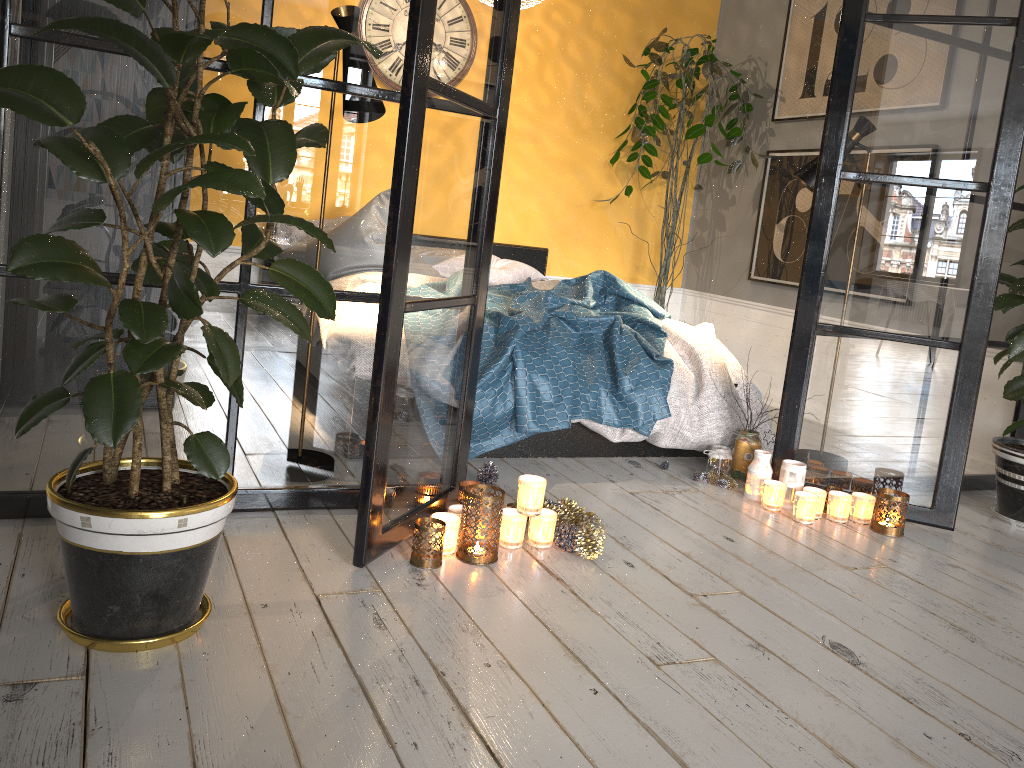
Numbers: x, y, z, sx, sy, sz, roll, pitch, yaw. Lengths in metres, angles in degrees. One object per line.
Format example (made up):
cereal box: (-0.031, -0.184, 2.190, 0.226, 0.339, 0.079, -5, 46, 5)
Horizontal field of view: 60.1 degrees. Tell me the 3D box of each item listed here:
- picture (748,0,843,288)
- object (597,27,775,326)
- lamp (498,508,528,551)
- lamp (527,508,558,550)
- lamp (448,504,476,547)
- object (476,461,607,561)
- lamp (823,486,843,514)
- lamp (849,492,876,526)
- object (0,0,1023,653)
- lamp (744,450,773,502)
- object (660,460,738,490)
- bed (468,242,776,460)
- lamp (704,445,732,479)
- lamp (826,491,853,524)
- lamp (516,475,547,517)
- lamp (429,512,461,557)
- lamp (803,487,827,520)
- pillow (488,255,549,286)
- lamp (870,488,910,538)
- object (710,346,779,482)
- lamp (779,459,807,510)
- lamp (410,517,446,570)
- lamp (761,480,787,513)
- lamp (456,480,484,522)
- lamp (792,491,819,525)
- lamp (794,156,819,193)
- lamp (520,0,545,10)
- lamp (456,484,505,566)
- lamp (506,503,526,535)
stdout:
picture: (1.302, -0.829, 1.367, 4.033, 1.780, 7.372, 2, 11, -25)
object: (1.051, -1.098, 5.603, 1.343, 2.187, 1.260, 1, 9, -39)
lamp: (-0.001, 0.409, 2.489, 0.081, 0.098, 0.081, 9, 8, 15)
lamp: (0.084, 0.414, 2.522, 0.081, 0.098, 0.081, 9, 8, 15)
lamp: (-0.144, 0.396, 2.467, 0.081, 0.098, 0.081, 9, 8, 15)
object: (0.067, 0.372, 2.733, 0.192, 0.117, 0.724, 0, 12, -36)
lamp: (1.162, 0.422, 3.209, 0.063, 0.090, 0.063, 0, 11, -43)
lamp: (1.236, 0.442, 3.128, 0.081, 0.098, 0.081, 9, 8, 15)
object: (0.718, -0.369, 2.529, 3.890, 1.780, 1.021, 2, 9, -26)
lamp: (0.916, 0.338, 3.275, 0.092, 0.178, 0.093, 6, 7, -5)
object: (0.726, 0.352, 3.450, 0.328, 0.053, 0.088, 12, 11, 28)
bed: (-0.101, -0.283, 4.360, 1.894, 0.763, 2.348, 2, 11, -25)
lamp: (0.814, 0.314, 3.488, 0.096, 0.130, 0.108, 12, 10, 34)
lamp: (1.148, 0.435, 3.110, 0.081, 0.098, 0.081, 9, 8, 15)
lamp: (0.053, 0.315, 2.492, 0.081, 0.098, 0.081, 9, 8, 15)
lamp: (-0.184, 0.406, 2.384, 0.081, 0.098, 0.081, 9, 8, 15)
lamp: (1.063, 0.422, 3.123, 0.081, 0.098, 0.081, 9, 8, 15)
pillow: (-0.133, -0.591, 4.781, 0.486, 0.225, 0.596, 11, 10, 23)
lamp: (1.305, 0.443, 3.051, 0.108, 0.139, 0.108, 11, 9, 28)
object: (0.994, 0.130, 3.532, 0.438, 0.518, 0.280, 9, 8, 15)
lamp: (1.015, 0.367, 3.213, 0.093, 0.165, 0.089, 11, 8, 30)
lamp: (-0.218, 0.414, 2.299, 0.085, 0.109, 0.084, 13, 10, 40)
lamp: (0.931, 0.401, 3.155, 0.081, 0.098, 0.081, 11, 9, 28)
lamp: (-0.127, 0.356, 2.682, 0.080, 0.105, 0.081, 3, 9, -26)
lamp: (1.010, 0.429, 3.050, 0.081, 0.098, 0.081, 9, 8, 15)
lamp: (1.357, -0.394, 3.827, 0.404, 1.513, 0.233, 7, 7, 4)
lamp: (0.023, -2.319, 4.143, 0.618, 1.087, 0.620, 9, 8, 15)
lamp: (-0.084, 0.375, 2.372, 0.114, 0.185, 0.116, 3, 8, -27)
lamp: (0.011, 0.400, 2.607, 0.069, 0.079, 0.069, 4, 8, -18)
